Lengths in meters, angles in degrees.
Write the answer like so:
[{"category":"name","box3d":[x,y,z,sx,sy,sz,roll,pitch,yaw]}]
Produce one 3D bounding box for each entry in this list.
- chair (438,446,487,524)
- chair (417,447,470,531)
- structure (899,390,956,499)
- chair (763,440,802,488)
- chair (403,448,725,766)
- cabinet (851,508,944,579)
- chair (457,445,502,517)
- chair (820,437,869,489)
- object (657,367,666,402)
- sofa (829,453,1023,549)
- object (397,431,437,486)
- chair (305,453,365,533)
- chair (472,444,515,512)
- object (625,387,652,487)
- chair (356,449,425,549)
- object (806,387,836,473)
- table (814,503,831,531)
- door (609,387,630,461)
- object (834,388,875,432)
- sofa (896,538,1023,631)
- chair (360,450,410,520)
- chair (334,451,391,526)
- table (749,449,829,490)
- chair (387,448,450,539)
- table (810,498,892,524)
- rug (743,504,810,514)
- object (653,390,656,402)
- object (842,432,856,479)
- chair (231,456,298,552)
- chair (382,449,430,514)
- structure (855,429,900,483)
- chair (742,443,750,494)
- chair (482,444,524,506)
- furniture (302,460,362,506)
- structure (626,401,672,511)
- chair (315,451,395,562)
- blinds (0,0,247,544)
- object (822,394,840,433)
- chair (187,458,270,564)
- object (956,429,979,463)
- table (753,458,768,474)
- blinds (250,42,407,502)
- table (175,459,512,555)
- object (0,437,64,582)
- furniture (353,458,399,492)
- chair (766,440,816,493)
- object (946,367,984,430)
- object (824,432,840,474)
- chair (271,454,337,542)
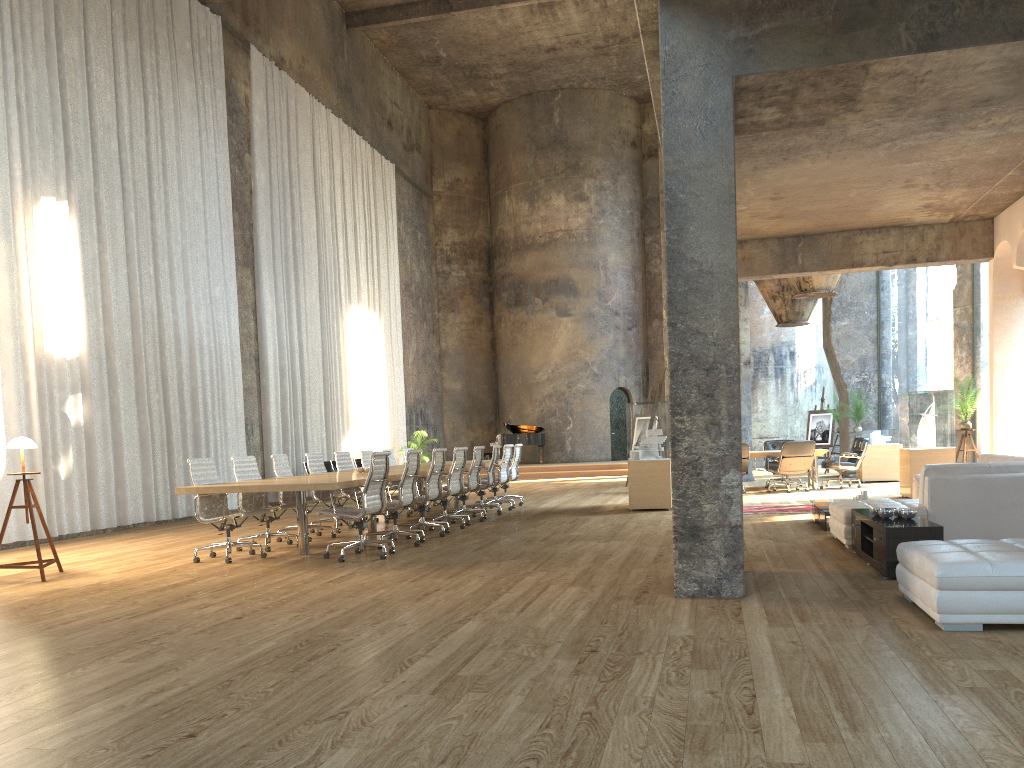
[{"category":"chair","box3d":[-0.698,1.373,12.046,0.700,1.032,0.661,-2,2,18]},{"category":"chair","box3d":[-0.896,1.325,11.190,0.700,1.032,0.661,-2,2,21]},{"category":"structure","box3d":[6.042,0.890,12.809,0.595,1.557,0.738,-2,3,13]},{"category":"chair","box3d":[5.130,1.509,16.698,0.730,0.897,0.817,-2,0,14]},{"category":"chair","box3d":[1.281,1.445,14.258,12.964,1.036,31.392,-3,-4,13]},{"category":"cabinet","box3d":[2.930,1.211,6.806,0.396,0.371,1.556,-2,-3,13]},{"category":"chair","box3d":[-0.485,1.424,12.951,0.699,1.032,0.661,-2,2,12]},{"category":"chair","box3d":[5.913,1.415,15.736,0.821,0.898,0.726,-2,1,7]},{"category":"object","box3d":[2.182,0.828,13.651,0.685,2.160,0.696,-2,3,12]},{"category":"sofa","box3d":[4.211,1.116,8.861,2.066,0.725,2.918,-3,-3,13]},{"category":"object","box3d":[-2.433,1.959,23.190,1.092,1.465,1.124,-2,1,4]},{"category":"chair","box3d":[-2.281,1.395,11.408,0.700,1.032,0.661,-2,2,18]},{"category":"chair","box3d":[-0.303,1.471,13.786,0.700,1.032,0.661,-2,2,21]},{"category":"object","box3d":[2.859,1.131,18.693,0.701,2.160,0.680,1,5,45]},{"category":"chair","box3d":[-1.295,1.225,9.422,0.700,1.032,0.661,-2,2,16]},{"category":"object","box3d":[7.658,1.138,21.745,0.701,2.160,0.680,1,4,42]},{"category":"table","box3d":[3.776,1.447,9.632,0.791,0.203,1.106,-3,-4,13]},{"category":"door","box3d":[3.359,1.255,27.565,0.899,2.311,0.091,-4,4,-29]},{"category":"object","box3d":[7.062,0.538,18.181,0.859,0.946,0.684,-2,1,16]},{"category":"sofa","box3d":[3.279,0.886,4.773,2.069,0.725,1.067,-3,-1,13]},{"category":"chair","box3d":[-1.886,1.492,13.139,0.700,1.032,0.661,-2,2,18]},{"category":"chair","box3d":[-2.082,1.443,12.264,0.700,1.032,0.661,-2,2,21]},{"category":"table","box3d":[4.466,1.590,16.080,2.412,0.704,1.100,-3,-2,13]},{"category":"chair","box3d":[-1.093,1.275,10.315,0.700,1.032,0.661,-2,2,18]},{"category":"table","box3d":[3.857,1.445,9.989,0.860,0.248,0.368,-3,-1,13]},{"category":"rug","box3d":[4.266,1.664,11.819,2.465,0.009,1.341,-3,-4,13]},{"category":"object","box3d":[3.176,1.240,20.554,0.684,2.160,0.696,0,4,39]},{"category":"object","box3d":[7.235,1.479,18.135,0.655,0.978,0.570,-4,2,-41]},{"category":"chair","box3d":[-2.667,1.296,9.666,0.700,1.032,0.661,-2,2,21]},{"category":"chair","box3d":[-1.683,1.543,14.032,0.700,1.032,0.661,-2,2,16]},{"category":"structure","box3d":[7.147,1.394,17.120,0.736,1.021,0.739,-2,1,13]},{"category":"chair","box3d":[3.813,1.483,15.486,0.730,0.897,0.818,-2,0,7]},{"category":"chair","box3d":[-0.146,1.520,14.635,0.700,1.032,0.661,-2,2,18]},{"category":"furniture","box3d":[-3.386,1.921,17.378,0.709,0.845,1.865,-2,-2,13]},{"category":"structure","box3d":[2.015,1.051,12.798,0.595,1.557,0.738,-2,3,13]},{"category":"chair","box3d":[-1.508,1.173,8.500,0.700,1.032,0.661,-2,2,19]},{"category":"blinds","box3d":[-5.803,-2.313,11.991,0.275,8.694,7.790,-1,1,14]},{"category":"object","box3d":[7.629,0.672,20.568,0.688,0.945,0.855,-1,1,34]},{"category":"chair","box3d":[-2.831,1.247,8.819,0.700,1.032,0.661,-2,2,18]},{"category":"object","box3d":[6.719,1.174,13.160,0.656,0.978,0.569,-3,2,-23]},{"category":"table","box3d":[5.677,2.017,22.173,1.872,0.549,0.937,-3,-2,13]},{"category":"blinds","box3d":[-3.883,-1.839,20.398,0.275,8.694,7.790,-1,1,14]},{"category":"table","box3d":[-1.505,1.521,11.811,1.602,0.762,7.687,-3,-4,13]},{"category":"object","box3d":[-4.335,1.120,7.896,0.655,1.305,0.570,-5,4,-44]},{"category":"furniture","box3d":[-2.855,2.052,19.700,0.709,0.845,1.865,-2,-2,13]},{"category":"chair","box3d":[4.805,1.430,15.288,0.728,0.897,0.819,-3,0,-13]},{"category":"object","box3d":[6.742,0.217,13.087,0.688,0.945,0.856,-2,0,4]},{"category":"object","box3d":[7.716,1.621,20.597,0.659,0.978,0.567,-2,2,7]},{"category":"chair","box3d":[-2.477,1.343,10.499,0.699,1.032,0.661,-2,2,12]}]
